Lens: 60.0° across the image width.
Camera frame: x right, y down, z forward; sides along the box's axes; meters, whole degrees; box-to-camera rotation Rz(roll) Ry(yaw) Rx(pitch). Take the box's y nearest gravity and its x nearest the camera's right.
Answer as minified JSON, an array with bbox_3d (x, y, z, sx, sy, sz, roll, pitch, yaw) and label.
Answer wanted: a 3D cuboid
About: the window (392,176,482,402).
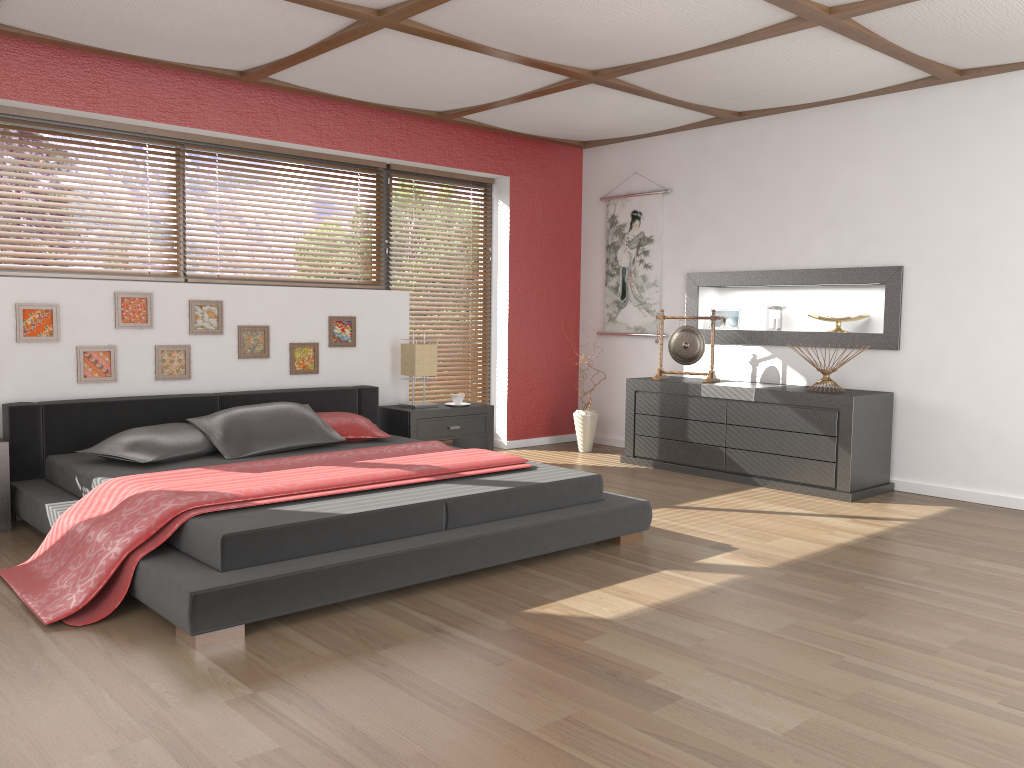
[{"bbox_3d":[-0.566,-0.588,6.712,0.889,1.893,0.020,-3,6,-42],"label":"window"}]

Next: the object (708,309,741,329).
[{"bbox_3d":[1.551,-0.474,6.461,0.226,0.146,0.041,3,5,28],"label":"object"}]

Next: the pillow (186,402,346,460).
[{"bbox_3d":[-1.302,0.229,4.749,0.386,0.241,0.744,5,6,43],"label":"pillow"}]

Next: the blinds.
[{"bbox_3d":[-1.976,-0.468,5.365,4.840,1.952,0.032,-3,6,-42],"label":"blinds"}]

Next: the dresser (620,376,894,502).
[{"bbox_3d":[1.561,0.306,5.868,0.540,0.608,1.740,-3,6,-42],"label":"dresser"}]

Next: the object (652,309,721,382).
[{"bbox_3d":[1.217,-0.274,6.182,0.490,0.498,0.173,4,5,33],"label":"object"}]

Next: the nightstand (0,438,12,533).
[{"bbox_3d":[-2.734,0.481,4.053,0.700,0.423,0.413,-3,6,-42],"label":"nightstand"}]

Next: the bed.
[{"bbox_3d":[-1.063,0.415,4.200,2.469,0.577,2.413,-3,6,-42],"label":"bed"}]

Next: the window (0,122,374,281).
[{"bbox_3d":[-2.012,-1.050,5.374,2.817,0.786,0.020,-3,6,-42],"label":"window"}]

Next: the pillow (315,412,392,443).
[{"bbox_3d":[-1.099,0.255,5.122,0.745,0.172,0.418,-1,5,-23],"label":"pillow"}]

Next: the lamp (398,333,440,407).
[{"bbox_3d":[-0.625,-0.099,5.950,0.200,0.480,0.200,-3,6,-42],"label":"lamp"}]

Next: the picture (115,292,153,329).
[{"bbox_3d":[-2.083,-0.406,4.890,0.200,0.200,0.010,-3,6,-42],"label":"picture"}]

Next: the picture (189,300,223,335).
[{"bbox_3d":[-1.779,-0.387,5.164,0.200,0.200,0.010,-3,6,-42],"label":"picture"}]

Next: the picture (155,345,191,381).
[{"bbox_3d":[-1.930,-0.122,5.053,0.200,0.200,0.010,-3,6,-42],"label":"picture"}]

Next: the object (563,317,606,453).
[{"bbox_3d":[0.527,0.009,6.777,0.364,1.035,0.422,3,5,23],"label":"object"}]

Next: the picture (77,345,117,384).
[{"bbox_3d":[-2.236,-0.106,4.779,0.200,0.200,0.010,-3,6,-42],"label":"picture"}]

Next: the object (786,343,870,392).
[{"bbox_3d":[1.924,-0.099,5.420,0.481,0.282,0.481,2,4,14],"label":"object"}]

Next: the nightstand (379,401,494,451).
[{"bbox_3d":[-0.515,0.359,6.034,0.700,0.423,0.413,-3,6,-42],"label":"nightstand"}]

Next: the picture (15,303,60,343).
[{"bbox_3d":[-2.445,-0.315,4.573,0.200,0.200,0.010,-3,6,-42],"label":"picture"}]

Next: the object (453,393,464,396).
[{"bbox_3d":[-0.362,0.071,6.049,0.007,0.007,0.192,2,5,17],"label":"object"}]

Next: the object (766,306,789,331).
[{"bbox_3d":[1.845,-0.457,6.183,0.159,0.171,0.159,1,4,7],"label":"object"}]

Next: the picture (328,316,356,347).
[{"bbox_3d":[-1.104,-0.340,5.774,0.200,0.200,0.010,-3,6,-42],"label":"picture"}]

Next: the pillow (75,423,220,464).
[{"bbox_3d":[-1.742,0.296,4.476,0.418,0.172,0.745,3,5,23],"label":"pillow"}]

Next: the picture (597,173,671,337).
[{"bbox_3d":[0.942,-1.008,6.920,0.028,1.270,0.701,-3,6,-42],"label":"picture"}]

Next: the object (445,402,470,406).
[{"bbox_3d":[-0.372,0.141,6.069,0.179,0.012,0.179,-1,5,-17],"label":"object"}]

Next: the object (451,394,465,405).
[{"bbox_3d":[-0.371,0.108,6.067,0.099,0.069,0.099,-1,5,-17],"label":"object"}]

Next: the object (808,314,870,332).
[{"bbox_3d":[2.145,-0.397,5.826,0.350,0.116,0.181,4,6,38],"label":"object"}]

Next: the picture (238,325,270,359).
[{"bbox_3d":[-1.563,-0.254,5.370,0.200,0.200,0.010,-3,6,-42],"label":"picture"}]

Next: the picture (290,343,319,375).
[{"bbox_3d":[-1.312,-0.161,5.604,0.200,0.200,0.010,-3,6,-42],"label":"picture"}]

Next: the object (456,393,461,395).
[{"bbox_3d":[-0.371,0.070,6.071,0.007,0.007,0.192,2,4,13],"label":"object"}]
